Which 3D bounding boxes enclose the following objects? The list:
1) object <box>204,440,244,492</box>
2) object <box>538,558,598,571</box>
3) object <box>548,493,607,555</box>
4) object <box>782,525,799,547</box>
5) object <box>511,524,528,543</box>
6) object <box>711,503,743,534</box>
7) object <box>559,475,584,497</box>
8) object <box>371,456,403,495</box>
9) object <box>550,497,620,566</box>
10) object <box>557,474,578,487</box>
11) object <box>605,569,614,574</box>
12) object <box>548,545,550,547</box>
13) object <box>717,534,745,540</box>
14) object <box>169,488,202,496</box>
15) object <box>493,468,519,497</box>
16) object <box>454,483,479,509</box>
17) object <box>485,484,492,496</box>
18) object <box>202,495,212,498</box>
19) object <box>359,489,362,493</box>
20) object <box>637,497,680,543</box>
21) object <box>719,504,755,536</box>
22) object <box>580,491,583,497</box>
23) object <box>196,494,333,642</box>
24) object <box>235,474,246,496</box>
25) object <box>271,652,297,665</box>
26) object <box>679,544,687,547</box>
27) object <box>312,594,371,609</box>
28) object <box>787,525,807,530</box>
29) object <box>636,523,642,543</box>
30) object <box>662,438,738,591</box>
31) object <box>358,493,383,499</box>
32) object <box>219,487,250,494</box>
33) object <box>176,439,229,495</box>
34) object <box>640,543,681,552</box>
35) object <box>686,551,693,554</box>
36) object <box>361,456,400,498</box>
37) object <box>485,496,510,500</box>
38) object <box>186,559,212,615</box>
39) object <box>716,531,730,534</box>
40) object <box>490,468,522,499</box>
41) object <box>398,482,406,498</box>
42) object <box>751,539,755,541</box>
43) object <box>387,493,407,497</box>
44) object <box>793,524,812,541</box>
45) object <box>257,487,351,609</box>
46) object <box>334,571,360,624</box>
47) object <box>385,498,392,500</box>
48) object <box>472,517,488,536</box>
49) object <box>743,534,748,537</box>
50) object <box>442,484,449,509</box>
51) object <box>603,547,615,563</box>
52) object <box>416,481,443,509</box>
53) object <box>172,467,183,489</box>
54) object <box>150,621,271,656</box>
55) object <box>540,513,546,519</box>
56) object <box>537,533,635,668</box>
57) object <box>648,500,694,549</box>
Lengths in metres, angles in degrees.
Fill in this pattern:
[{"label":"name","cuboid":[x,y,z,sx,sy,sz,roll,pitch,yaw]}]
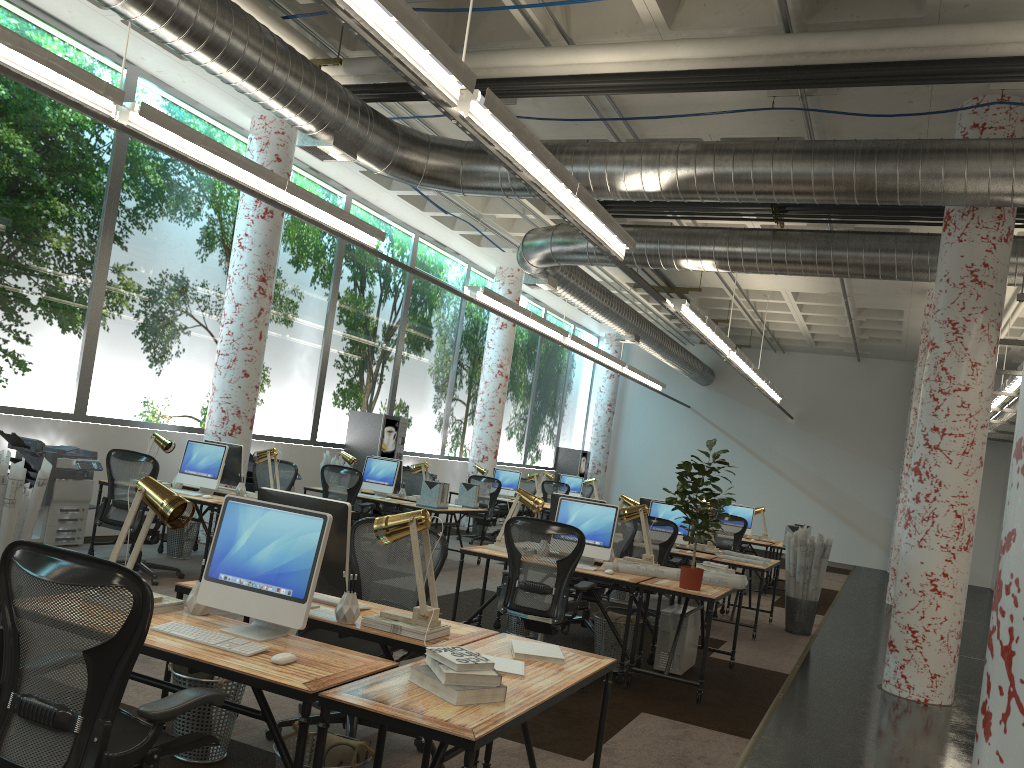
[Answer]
[{"label":"object","cuboid":[-2.909,0.824,8.852,0.482,0.484,0.190,7,-2,24]},{"label":"object","cuboid":[0.412,1.335,6.561,0.438,0.017,0.119,6,-5,24]},{"label":"object","cuboid":[0.524,1.176,7.349,0.482,0.484,0.190,7,-2,24]},{"label":"object","cuboid":[4.053,2.204,12.707,0.280,0.302,0.151,7,-2,24]},{"label":"object","cuboid":[-0.699,2.246,13.388,0.365,0.436,3.427,6,-5,33]},{"label":"object","cuboid":[3.334,2.097,13.858,0.482,0.484,0.190,7,-2,24]},{"label":"object","cuboid":[1.177,2.089,17.762,0.482,0.484,0.190,7,-2,24]},{"label":"object","cuboid":[-1.686,1.218,11.717,0.482,0.484,0.190,7,-2,24]},{"label":"object","cuboid":[0.555,1.136,6.760,0.482,0.484,0.190,7,-2,24]},{"label":"object","cuboid":[1.146,2.130,18.351,0.482,0.484,0.190,7,-2,24]},{"label":"object","cuboid":[0.709,1.360,6.424,0.059,0.029,0.107,6,-4,25]},{"label":"object","cuboid":[0.307,1.399,7.675,0.059,0.029,0.107,6,-4,25]},{"label":"object","cuboid":[3.222,2.256,13.071,0.438,0.017,0.119,6,-5,24]},{"label":"object","cuboid":[-3.021,0.983,8.064,0.438,0.017,0.119,6,-5,24]},{"label":"object","cuboid":[-0.126,1.720,15.372,0.482,0.484,0.190,7,-2,24]},{"label":"object","cuboid":[-0.571,1.452,11.492,0.280,0.302,0.151,7,-2,24]},{"label":"object","cuboid":[-0.398,1.790,14.970,0.102,0.209,0.101,9,-2,-21]},{"label":"object","cuboid":[-2.724,1.009,7.927,0.059,0.029,0.107,6,-4,25]},{"label":"object","cuboid":[-1.958,1.288,11.315,0.102,0.209,0.101,9,-2,-21]},{"label":"object","cuboid":[1.686,1.586,10.248,0.482,0.484,0.190,7,-2,24]},{"label":"object","cuboid":[3.365,2.056,13.270,0.482,0.484,0.190,7,-2,24]},{"label":"object","cuboid":[1.410,2.292,18.158,0.102,0.209,0.101,9,-2,-21]},{"label":"object","cuboid":[-0.906,0.682,3.272,0.482,0.484,0.190,7,-2,24]},{"label":"object","cuboid":[-2.644,0.987,8.659,0.102,0.209,0.101,9,-2,-21]},{"label":"object","cuboid":[-0.753,0.907,2.936,0.059,0.029,0.107,6,-4,25]},{"label":"object","cuboid":[1.951,1.748,10.055,0.102,0.209,0.101,9,-2,-21]},{"label":"object","cuboid":[-0.860,0.984,4.049,0.438,0.017,0.119,6,-5,24]},{"label":"object","cuboid":[4.110,2.222,12.842,0.280,0.302,0.151,7,-2,24]},{"label":"object","cuboid":[1.414,1.656,9.846,0.102,0.209,0.101,9,-2,-21]},{"label":"object","cuboid":[1.296,0.901,6.216,0.513,1.076,0.440,8,-2,14]},{"label":"object","cuboid":[-1.798,1.377,10.929,0.438,0.017,0.119,6,-5,24]},{"label":"object","cuboid":[-2.831,1.085,9.040,0.438,0.017,0.119,6,-5,24]},{"label":"object","cuboid":[-2.878,0.784,8.263,0.482,0.484,0.190,7,-2,24]},{"label":"object","cuboid":[1.574,1.745,9.460,0.438,0.017,0.119,6,-5,24]},{"label":"object","cuboid":[1.871,1.770,9.323,0.059,0.029,0.107,6,-4,25]},{"label":"object","cuboid":[-1.975,1.506,11.239,1.075,1.207,0.191,7,-2,24]},{"label":"object","cuboid":[-0.238,1.879,14.584,0.438,0.017,0.119,6,-5,24]},{"label":"object","cuboid":[-1.209,0.793,3.458,0.102,0.209,0.101,9,-2,-21]},{"label":"object","cuboid":[3.412,2.358,14.047,0.438,0.017,0.119,6,-5,24]},{"label":"object","cuboid":[-0.094,1.680,14.783,0.482,0.484,0.190,7,-2,24]},{"label":"object","cuboid":[-1.422,1.380,11.524,0.102,0.209,0.101,9,-2,-21]},{"label":"object","cuboid":[3.518,2.281,12.933,0.059,0.029,0.107,6,-4,25]},{"label":"object","cuboid":[-1.608,1.479,11.905,0.438,0.017,0.119,6,-5,24]},{"label":"object","cuboid":[4.448,2.331,13.634,0.280,0.302,0.151,7,-2,24]},{"label":"object","cuboid":[-0.937,0.723,3.861,0.482,0.484,0.190,7,-2,24]},{"label":"object","cuboid":[-0.673,0.885,3.668,0.102,0.209,0.101,9,-2,-21]},{"label":"object","cuboid":[-1.502,1.402,10.792,0.059,0.029,0.107,6,-4,25]},{"label":"object","cuboid":[-0.545,2.424,15.448,0.358,0.434,0.354,7,-3,20]},{"label":"object","cuboid":[3.598,2.259,13.665,0.102,0.209,0.101,9,-2,-21]},{"label":"object","cuboid":[-0.909,1.343,10.701,0.280,0.302,0.151,7,-2,24]},{"label":"object","cuboid":[0.789,1.339,7.156,0.102,0.209,0.101,9,-2,-21]},{"label":"object","cuboid":[-0.967,1.325,10.565,0.280,0.302,0.151,7,-2,24]},{"label":"object","cuboid":[-3.181,0.894,8.450,0.102,0.209,0.101,9,-2,-21]},{"label":"object","cuboid":[-1.049,0.882,3.073,0.438,0.017,0.119,6,-5,24]},{"label":"object","cuboid":[0.726,2.834,18.427,0.358,0.434,0.354,7,-3,20]},{"label":"object","cuboid":[0.550,1.645,6.820,0.846,0.932,0.105,7,-2,19]},{"label":"object","cuboid":[1.718,1.545,9.659,0.482,0.484,0.190,7,-2,24]}]
